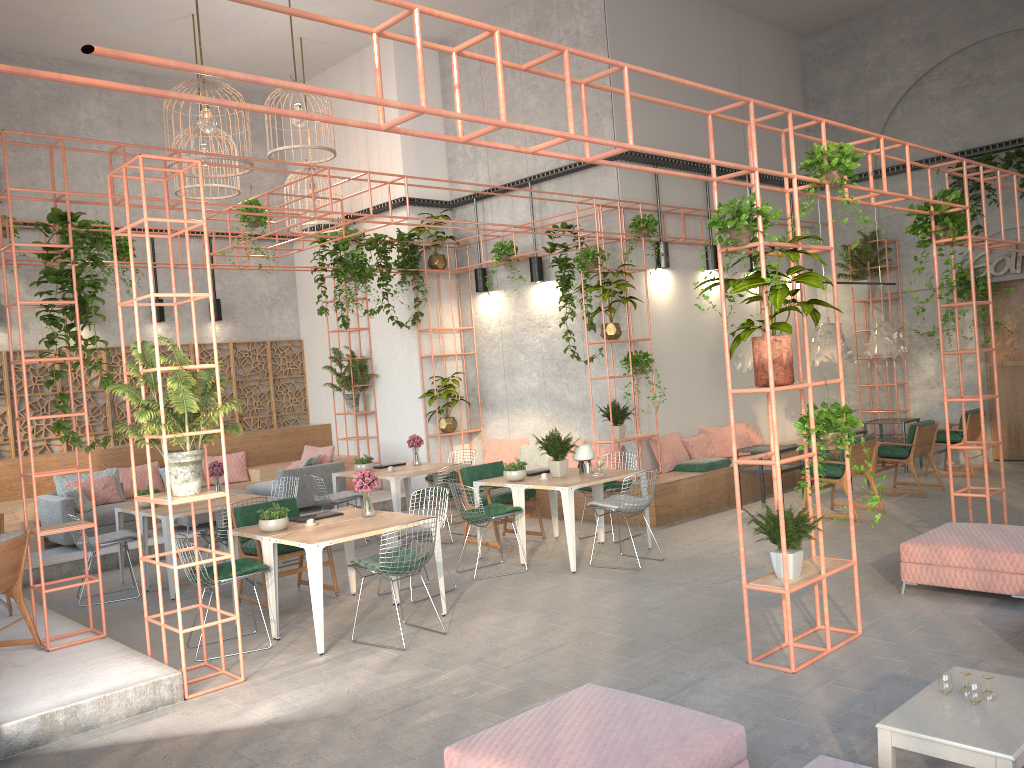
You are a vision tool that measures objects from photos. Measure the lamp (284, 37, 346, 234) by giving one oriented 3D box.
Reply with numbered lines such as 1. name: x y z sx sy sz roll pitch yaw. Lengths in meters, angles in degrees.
1. lamp: -3.134 -4.107 13.566 0.883 3.476 0.883 -4 1 9

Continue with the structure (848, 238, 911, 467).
1. structure: 5.939 -0.493 14.292 0.430 3.597 0.630 -5 1 -43

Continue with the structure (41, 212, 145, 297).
1. structure: -6.137 -1.897 12.963 1.434 1.290 0.670 -5 1 -43

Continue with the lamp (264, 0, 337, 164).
1. lamp: -2.900 -4.733 11.664 0.883 3.476 0.883 -4 1 9

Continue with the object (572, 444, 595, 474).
1. object: 0.766 0.803 9.450 0.241 0.313 0.241 -4 1 2

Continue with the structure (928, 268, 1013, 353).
1. structure: 6.959 -1.229 13.557 0.950 1.527 0.921 -5 1 -10

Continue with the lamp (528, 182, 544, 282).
1. lamp: 0.310 -2.179 12.720 0.185 1.425 0.179 -5 1 -43

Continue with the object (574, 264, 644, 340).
1. object: 1.208 -1.023 11.113 0.903 0.947 0.934 -4 1 8

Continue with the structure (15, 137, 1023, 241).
1. structure: 0.163 -2.858 9.567 15.203 0.110 15.603 -5 1 -43

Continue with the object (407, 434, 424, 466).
1. object: -1.272 0.869 11.698 0.213 0.414 0.225 -4 1 39

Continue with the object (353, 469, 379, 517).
1. object: -1.262 0.945 7.686 0.213 0.414 0.225 -4 1 39

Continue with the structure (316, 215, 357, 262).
1. structure: -2.878 -2.360 14.511 0.903 0.803 0.934 -4 1 18

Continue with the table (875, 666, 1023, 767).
1. table: 1.976 1.572 3.715 0.916 0.455 0.520 -5 1 -43

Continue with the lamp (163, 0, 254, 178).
1. lamp: -3.339 -4.024 9.417 0.883 3.476 0.883 -4 1 9

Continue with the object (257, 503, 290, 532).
1. object: -1.978 1.103 7.357 0.252 0.247 0.247 -5 1 -43

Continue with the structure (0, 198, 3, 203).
1. structure: -8.121 -2.894 12.320 1.807 0.695 0.087 -5 1 -43

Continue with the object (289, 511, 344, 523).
1. object: -1.743 1.184 7.867 0.427 0.031 0.268 -5 1 -43

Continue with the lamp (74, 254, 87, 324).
1. lamp: -6.634 -1.640 13.524 0.185 1.436 0.185 -5 1 -2

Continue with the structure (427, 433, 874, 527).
1. structure: 2.324 1.349 14.134 5.831 0.500 4.386 -5 1 -43

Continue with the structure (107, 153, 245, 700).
1. structure: -2.347 0.288 6.179 0.424 3.602 0.624 -5 1 -43

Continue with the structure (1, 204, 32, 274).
1. structure: -7.015 -1.975 12.211 0.605 0.972 0.587 -5 1 -45

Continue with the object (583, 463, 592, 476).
1. object: 0.790 0.889 9.236 0.095 0.119 0.095 -5 1 -19

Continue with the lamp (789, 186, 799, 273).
1. lamp: 4.653 -2.552 14.672 0.179 1.425 0.185 -5 1 -43

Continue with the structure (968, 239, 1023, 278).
1. structure: 7.358 -1.864 12.991 0.063 0.505 1.312 -5 1 -43

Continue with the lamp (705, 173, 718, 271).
1. lamp: 2.905 -2.388 13.027 0.179 1.425 0.185 -5 1 -43

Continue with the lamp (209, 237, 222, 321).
1. lamp: -5.059 -1.787 15.006 0.179 1.436 0.185 -5 1 -43

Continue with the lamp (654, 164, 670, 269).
1. lamp: 2.027 -2.306 12.201 0.179 1.425 0.185 -5 1 -43

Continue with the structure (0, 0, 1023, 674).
1. structure: 4.182 -0.243 5.969 14.689 4.247 4.157 -5 1 -43

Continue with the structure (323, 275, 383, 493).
1. structure: -2.639 -0.029 14.696 0.424 3.596 0.624 -5 1 -43

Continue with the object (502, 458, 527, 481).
1. object: 0.030 0.889 9.271 0.254 0.247 0.248 -5 1 -43

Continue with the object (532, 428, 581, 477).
1. object: 0.459 0.712 9.316 0.368 0.527 0.438 -5 1 -43

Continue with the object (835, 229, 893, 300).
1. object: 5.672 -1.908 14.285 0.894 1.101 0.900 -4 1 16

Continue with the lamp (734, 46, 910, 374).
1. lamp: 4.245 -2.262 12.186 4.456 4.052 0.704 -5 1 -43

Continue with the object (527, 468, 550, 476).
1. object: 0.266 0.970 9.782 0.427 0.031 0.268 -5 1 -43

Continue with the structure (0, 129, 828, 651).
1. structure: 0.144 -0.591 12.557 14.096 4.345 4.501 -5 1 -44

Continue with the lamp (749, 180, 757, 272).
1. lamp: 3.775 -2.470 13.846 0.179 1.425 0.185 -5 1 -43

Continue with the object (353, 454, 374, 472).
1. object: -1.897 1.008 11.331 0.254 0.247 0.248 -5 1 -43

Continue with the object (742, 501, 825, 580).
1. object: 1.763 0.997 5.772 0.368 0.527 0.438 -5 1 -43

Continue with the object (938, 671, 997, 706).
1. object: 1.950 1.321 3.799 0.156 0.145 0.199 -5 1 -28

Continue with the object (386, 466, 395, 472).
1. object: -1.533 1.070 11.181 0.115 0.078 0.115 -5 1 -37

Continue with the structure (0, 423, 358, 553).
1. structure: -5.782 1.517 11.978 9.152 1.111 3.396 -5 1 -43

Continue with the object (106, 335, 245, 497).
1. object: -2.310 0.217 6.121 0.900 1.100 0.894 -5 1 -14

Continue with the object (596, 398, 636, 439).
1. object: 1.313 0.439 11.268 0.368 0.527 0.438 -5 1 -43

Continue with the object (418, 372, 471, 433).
1. object: -1.062 0.291 13.697 0.903 0.919 0.934 -4 1 18

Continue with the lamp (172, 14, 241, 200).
1. lamp: -4.403 -4.409 12.427 0.883 3.476 0.883 -4 1 9

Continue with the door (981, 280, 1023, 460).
1. door: 8.032 -0.231 13.489 0.551 2.729 1.360 -5 1 -43

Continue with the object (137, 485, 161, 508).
1. object: -3.883 1.194 9.462 0.252 0.247 0.247 -5 1 -43

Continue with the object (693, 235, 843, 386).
1. object: 1.631 -0.461 5.636 0.924 0.946 0.923 -4 1 13

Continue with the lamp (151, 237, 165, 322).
1. lamp: -5.770 -1.721 14.337 0.185 1.436 0.185 -5 1 -2

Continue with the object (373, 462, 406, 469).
1. object: -1.661 1.089 11.842 0.427 0.031 0.268 -5 1 -43

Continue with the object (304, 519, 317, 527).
1. object: -1.695 1.163 7.456 0.115 0.073 0.115 -4 1 41

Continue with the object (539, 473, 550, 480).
1. object: 0.332 0.955 9.186 0.115 0.078 0.115 -5 1 -37

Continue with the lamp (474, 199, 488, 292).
1. lamp: -0.514 -2.128 13.602 0.185 1.425 0.179 -5 1 -43

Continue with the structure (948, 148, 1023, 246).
1. structure: 7.218 -2.693 12.901 1.939 1.514 0.856 -4 1 41

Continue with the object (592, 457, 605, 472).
1. object: 0.921 0.863 9.408 0.165 0.154 0.210 -4 1 37

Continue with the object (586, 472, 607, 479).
1. object: 0.856 0.927 9.003 0.218 0.041 0.218 -5 1 -35

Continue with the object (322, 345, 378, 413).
1. object: -2.668 -0.081 14.579 0.900 1.097 0.894 -5 1 -14

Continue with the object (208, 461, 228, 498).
1. object: -3.263 1.055 9.824 0.213 0.414 0.225 -4 1 39

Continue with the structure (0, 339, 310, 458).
1. structure: -6.787 0.521 13.384 9.782 2.103 0.132 -5 1 -43
